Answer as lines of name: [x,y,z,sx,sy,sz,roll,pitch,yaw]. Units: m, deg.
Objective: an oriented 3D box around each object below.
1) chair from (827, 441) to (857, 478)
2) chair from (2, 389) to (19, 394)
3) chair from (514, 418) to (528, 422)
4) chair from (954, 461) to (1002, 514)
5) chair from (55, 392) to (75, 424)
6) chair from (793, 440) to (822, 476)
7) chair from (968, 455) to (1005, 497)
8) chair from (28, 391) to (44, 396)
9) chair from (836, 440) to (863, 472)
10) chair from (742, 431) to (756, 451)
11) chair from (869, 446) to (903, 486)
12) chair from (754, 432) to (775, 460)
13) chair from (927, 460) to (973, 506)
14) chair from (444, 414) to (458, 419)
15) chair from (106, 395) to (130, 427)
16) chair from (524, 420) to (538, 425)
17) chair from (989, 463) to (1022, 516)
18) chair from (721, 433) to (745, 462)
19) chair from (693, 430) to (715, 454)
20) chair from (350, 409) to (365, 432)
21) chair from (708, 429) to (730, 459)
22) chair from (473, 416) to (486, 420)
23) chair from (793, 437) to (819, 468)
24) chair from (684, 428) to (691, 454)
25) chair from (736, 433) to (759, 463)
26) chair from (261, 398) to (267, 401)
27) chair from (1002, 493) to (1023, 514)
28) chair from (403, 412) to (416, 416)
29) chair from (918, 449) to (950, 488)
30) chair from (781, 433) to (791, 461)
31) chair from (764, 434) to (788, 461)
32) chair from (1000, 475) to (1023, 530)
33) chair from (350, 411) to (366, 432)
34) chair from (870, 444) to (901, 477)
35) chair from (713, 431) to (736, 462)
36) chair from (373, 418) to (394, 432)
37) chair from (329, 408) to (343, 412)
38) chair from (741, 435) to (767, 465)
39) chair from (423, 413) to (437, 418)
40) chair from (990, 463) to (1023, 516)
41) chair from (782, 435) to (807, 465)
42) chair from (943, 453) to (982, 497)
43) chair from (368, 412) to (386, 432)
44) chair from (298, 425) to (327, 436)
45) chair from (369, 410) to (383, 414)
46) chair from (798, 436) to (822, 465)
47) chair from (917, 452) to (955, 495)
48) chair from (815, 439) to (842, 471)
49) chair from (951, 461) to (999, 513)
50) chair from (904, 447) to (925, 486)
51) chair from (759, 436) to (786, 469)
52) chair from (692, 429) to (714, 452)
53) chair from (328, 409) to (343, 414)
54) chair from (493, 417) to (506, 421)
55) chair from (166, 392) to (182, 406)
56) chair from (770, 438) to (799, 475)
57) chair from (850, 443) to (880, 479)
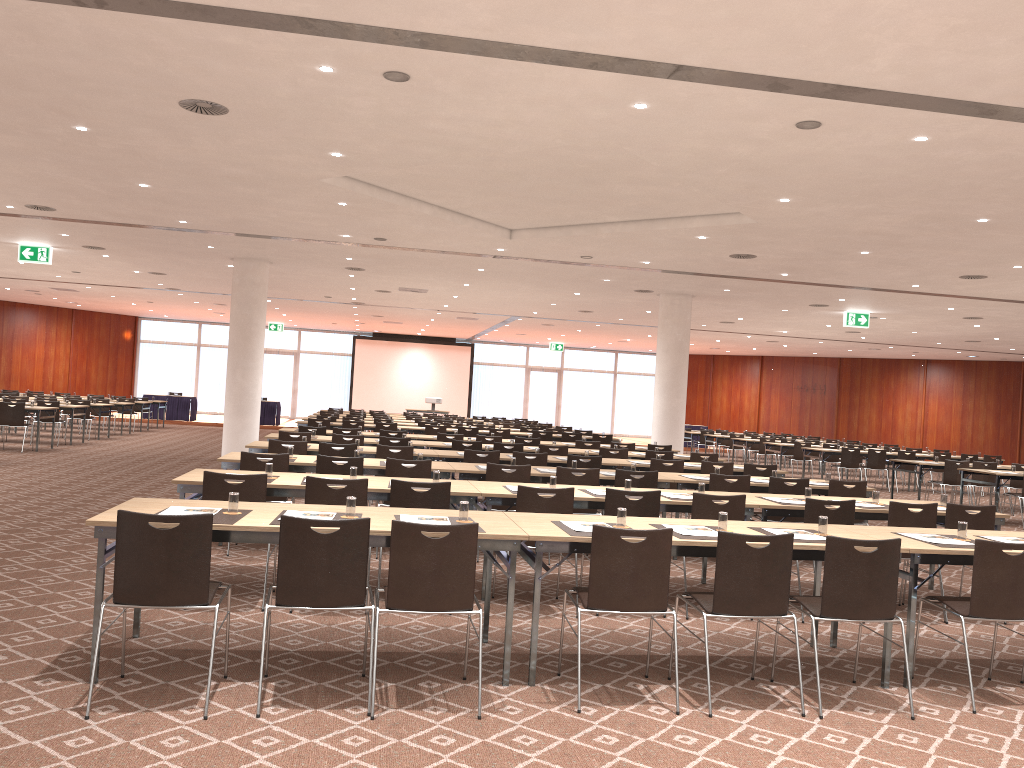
chair: [8.916,2.019,23.902,0.536,0.939,0.614,3,0,-8]
chair: [-14.669,0.639,25.990,0.536,0.939,0.613,4,0,-12]
chair: [0.246,1.573,28.511,0.536,0.939,0.614,3,0,-7]
chair: [8.553,1.876,16.240,0.536,0.939,0.613,4,0,-12]
chair: [-13.333,0.725,26.354,0.536,0.939,0.613,4,0,-11]
chair: [7.908,1.954,23.653,0.536,0.939,0.614,4,0,-12]
chair: [10.797,2.072,20.160,0.535,0.939,0.614,3,0,-7]
chair: [-14.029,0.681,26.179,0.536,0.939,0.614,4,0,-11]
chair: [9.922,2.112,26.014,0.535,0.939,0.613,3,0,-8]
chair: [7.888,2.050,29.731,0.536,0.939,0.613,4,0,-12]
chair: [9.239,2.005,21.846,0.536,0.939,0.613,4,0,-11]
chair: [8.583,2.094,29.929,0.536,0.939,0.613,4,0,-12]
chair: [7.961,1.837,16.067,0.536,0.939,0.614,4,0,-10]
chair: [-1.977,1.435,28.220,0.536,0.939,0.614,3,0,-7]
chair: [-11.764,0.822,26.554,0.535,0.939,0.614,3,0,-7]
chair: [0.514,1.558,26.563,0.536,0.939,0.614,4,0,-9]
chair: [9.221,1.916,16.276,0.536,0.939,0.614,4,0,-9]
chair: [6.397,1.894,25.572,0.536,0.939,0.613,4,0,-11]
chair: [5.979,1.899,27.470,0.536,0.939,0.614,3,0,-7]
chair: [-4.864,1.254,27.741,0.536,0.939,0.614,3,0,-8]
chair: [6.962,1.994,29.720,0.535,0.939,0.614,3,0,-7]
chair: [-1.087,1.489,28.290,0.536,0.939,0.613,4,0,-11]
chair: [8.639,2.034,25.944,0.536,0.939,0.614,3,0,-8]
chair: [5.652,1.910,29.360,0.535,0.939,0.614,3,0,-7]
chair: [7.378,1.986,27.619,0.536,0.939,0.613,4,0,-11]
chair: [-8.972,0.940,31.502,0.535,0.939,0.614,3,0,-7]
chair: [8.288,1.827,14.168,0.536,0.939,0.614,3,0,-8]
chair: [-3.240,1.355,27.968,0.536,0.939,0.613,3,0,-9]
chair: [10.558,2.088,22.065,0.536,0.939,0.614,4,0,-10]
chair: [9.195,2.131,29.948,0.536,0.939,0.614,4,0,-10]
chair: [8.319,2.046,27.858,0.536,0.939,0.613,4,0,-11]
chair: [8.238,1.824,14.160,0.535,0.939,0.614,3,0,-7]
chair: [-4.489,1.244,25.698,0.536,0.939,0.613,4,0,-10]
chair: [10.219,2.101,24.178,0.536,0.939,0.613,4,0,-11]
chair: [6.641,1.942,27.640,0.536,0.939,0.614,3,0,-8]
chair: [-2.911,1.248,19.956,0.536,0.939,0.614,3,0,-8]
chair: [-5.492,1.214,27.595,0.536,0.939,0.614,3,0,-7]
chair: [7.003,1.930,25.530,0.536,0.939,0.614,3,0,-8]
chair: [-2.628,1.393,28.034,0.536,0.939,0.613,4,0,-10]
chair: [9.239,1.917,16.279,0.536,0.939,0.613,4,0,-11]
chair: [8.895,2.080,27.871,0.536,0.939,0.614,4,0,-10]
chair: [10.174,2.032,19.974,0.536,0.939,0.613,4,0,-10]
chair: [-3.923,1.280,25.827,0.535,0.939,0.614,3,0,-7]
chair: [-3.232,1.139,14.285,0.536,0.939,0.614,4,0,-10]
chair: [-4.281,1.290,27.760,0.536,0.939,0.613,4,0,-12]
chair: [9.471,2.119,28.109,0.535,0.939,0.614,3,0,-7]
chair: [9.588,1.997,20.019,0.536,0.939,0.614,4,0,-9]
chair: [9.296,2.075,25.993,0.536,0.939,0.613,4,0,-11]
chair: [8.487,1.871,16.229,0.536,0.939,0.613,4,0,-11]
chair: [9.900,2.049,22.098,0.536,0.939,0.614,3,0,-8]
chair: [7.577,1.967,25.707,0.536,0.939,0.614,4,0,-12]
chair: [6.395,1.957,29.566,0.536,0.939,0.613,4,0,-11]
chair: [-5.139,1.205,25.668,0.536,0.939,0.613,4,0,-12]
chair: [-0.456,1.530,28.472,0.536,0.939,0.613,4,0,-11]
chair: [-11.827,0.762,31.028,0.536,0.939,0.614,3,0,-7]
chair: [7.262,1.915,23.628,0.536,0.939,0.614,4,0,-12]
chair: [9.543,2.057,23.924,0.536,0.939,0.614,3,0,-7]
